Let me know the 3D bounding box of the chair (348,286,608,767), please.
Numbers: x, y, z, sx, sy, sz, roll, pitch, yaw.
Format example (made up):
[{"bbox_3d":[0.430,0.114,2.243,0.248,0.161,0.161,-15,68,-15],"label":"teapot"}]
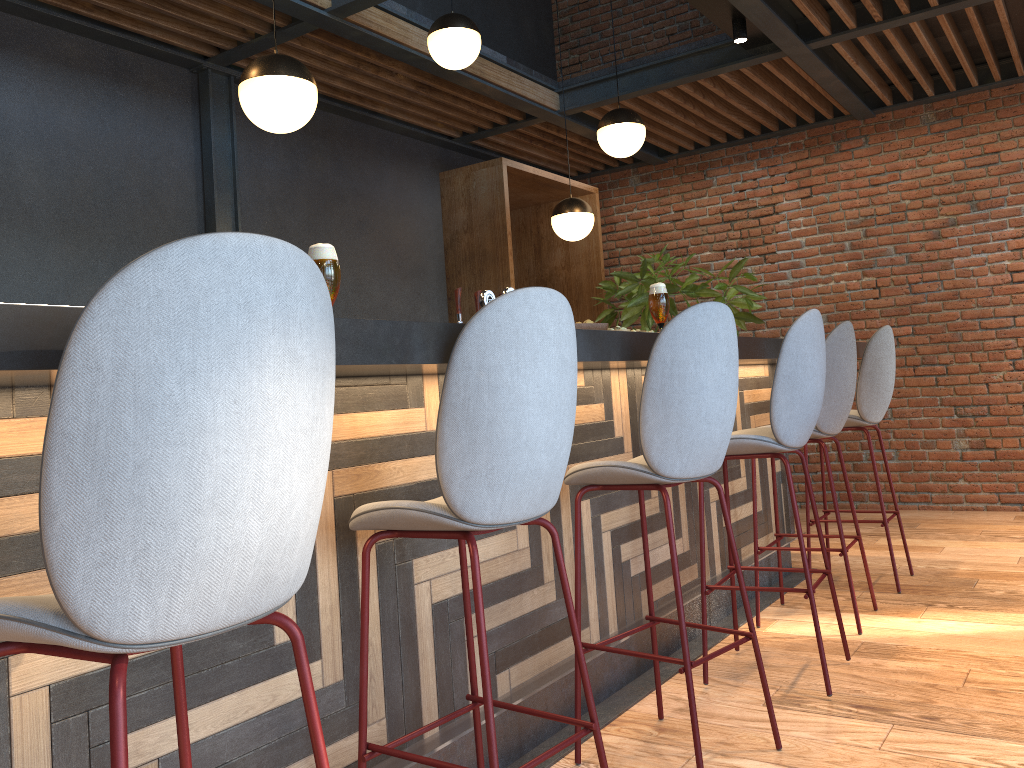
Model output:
[{"bbox_3d":[-0.083,0.440,1.885,0.506,1.247,0.418,-6,-4,40],"label":"chair"}]

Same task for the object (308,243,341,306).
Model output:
[{"bbox_3d":[-0.377,-0.193,1.774,0.070,0.178,0.070,-6,-4,37],"label":"object"}]

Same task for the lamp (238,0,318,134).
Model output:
[{"bbox_3d":[-0.935,-2.771,3.194,0.268,3.805,0.268,-5,-4,25],"label":"lamp"}]

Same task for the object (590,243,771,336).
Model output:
[{"bbox_3d":[1.257,-0.022,6.736,1.512,2.102,1.083,-6,-4,39],"label":"object"}]

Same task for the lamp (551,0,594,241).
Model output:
[{"bbox_3d":[0.256,-2.780,5.602,0.268,3.805,0.267,-1,-4,-35],"label":"lamp"}]

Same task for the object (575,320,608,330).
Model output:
[{"bbox_3d":[0.194,-0.164,2.805,0.168,0.073,0.168,-3,-1,-36],"label":"object"}]

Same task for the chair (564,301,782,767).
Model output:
[{"bbox_3d":[0.413,0.413,2.494,0.418,1.247,0.506,-1,-4,-45],"label":"chair"}]

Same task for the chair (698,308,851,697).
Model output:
[{"bbox_3d":[0.874,0.378,3.104,0.506,1.247,0.418,-6,-4,30],"label":"chair"}]

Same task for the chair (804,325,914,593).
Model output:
[{"bbox_3d":[1.664,0.350,4.377,0.506,1.247,0.418,-6,-4,33],"label":"chair"}]

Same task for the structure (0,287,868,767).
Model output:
[{"bbox_3d":[-0.576,0.418,3.566,2.910,1.400,4.920,-5,-1,34],"label":"structure"}]

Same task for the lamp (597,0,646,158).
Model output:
[{"bbox_3d":[0.484,-3.148,5.011,0.267,3.805,0.268,-7,-5,43],"label":"lamp"}]

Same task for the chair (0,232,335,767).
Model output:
[{"bbox_3d":[-0.460,0.457,1.141,0.506,1.247,0.418,-6,-4,34],"label":"chair"}]

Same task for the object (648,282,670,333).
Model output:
[{"bbox_3d":[0.484,-0.241,2.902,0.070,0.183,0.070,-2,-4,-36],"label":"object"}]

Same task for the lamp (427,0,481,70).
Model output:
[{"bbox_3d":[-0.408,-3.466,4.523,0.267,3.805,0.268,-7,-4,40],"label":"lamp"}]

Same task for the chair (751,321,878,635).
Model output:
[{"bbox_3d":[1.243,0.372,3.778,0.506,1.247,0.418,-6,-4,32],"label":"chair"}]

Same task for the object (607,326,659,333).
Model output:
[{"bbox_3d":[0.385,-0.164,2.988,0.163,0.052,0.292,-5,-1,43],"label":"object"}]
